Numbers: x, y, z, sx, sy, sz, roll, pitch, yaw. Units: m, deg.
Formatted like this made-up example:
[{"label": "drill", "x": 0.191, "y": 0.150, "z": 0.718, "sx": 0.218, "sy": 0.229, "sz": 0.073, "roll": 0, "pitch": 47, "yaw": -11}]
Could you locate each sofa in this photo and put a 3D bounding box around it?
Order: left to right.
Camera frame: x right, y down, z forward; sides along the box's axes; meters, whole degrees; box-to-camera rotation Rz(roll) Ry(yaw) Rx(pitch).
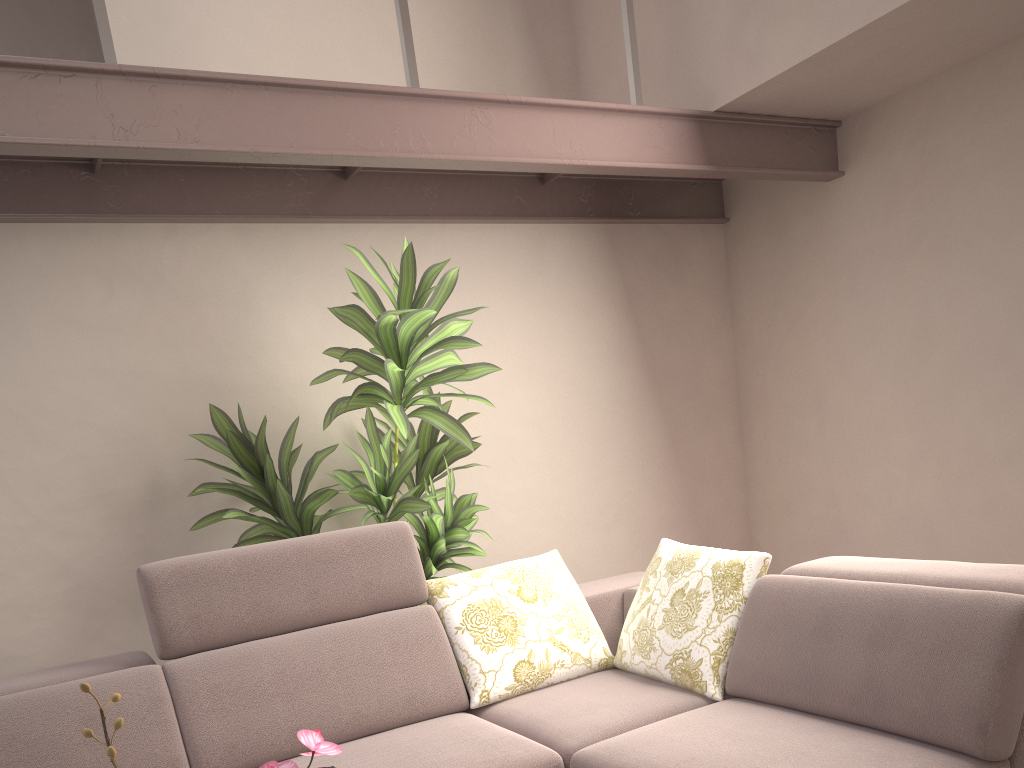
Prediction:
[{"label": "sofa", "x": -0.326, "y": 0.845, "z": 1.891, "sx": 3.114, "sy": 0.977, "sz": 2.136, "roll": -6, "pitch": -2, "yaw": -29}]

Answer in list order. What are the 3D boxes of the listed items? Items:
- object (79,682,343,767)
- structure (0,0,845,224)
[{"label": "object", "x": -0.304, "y": 0.607, "z": 0.990, "sx": 0.294, "sy": 0.619, "sz": 0.362, "roll": -13, "pitch": 9, "yaw": -35}, {"label": "structure", "x": -1.107, "y": -0.267, "z": 1.118, "sx": 7.104, "sy": 3.339, "sz": 3.723, "roll": -7, "pitch": 2, "yaw": -29}]
